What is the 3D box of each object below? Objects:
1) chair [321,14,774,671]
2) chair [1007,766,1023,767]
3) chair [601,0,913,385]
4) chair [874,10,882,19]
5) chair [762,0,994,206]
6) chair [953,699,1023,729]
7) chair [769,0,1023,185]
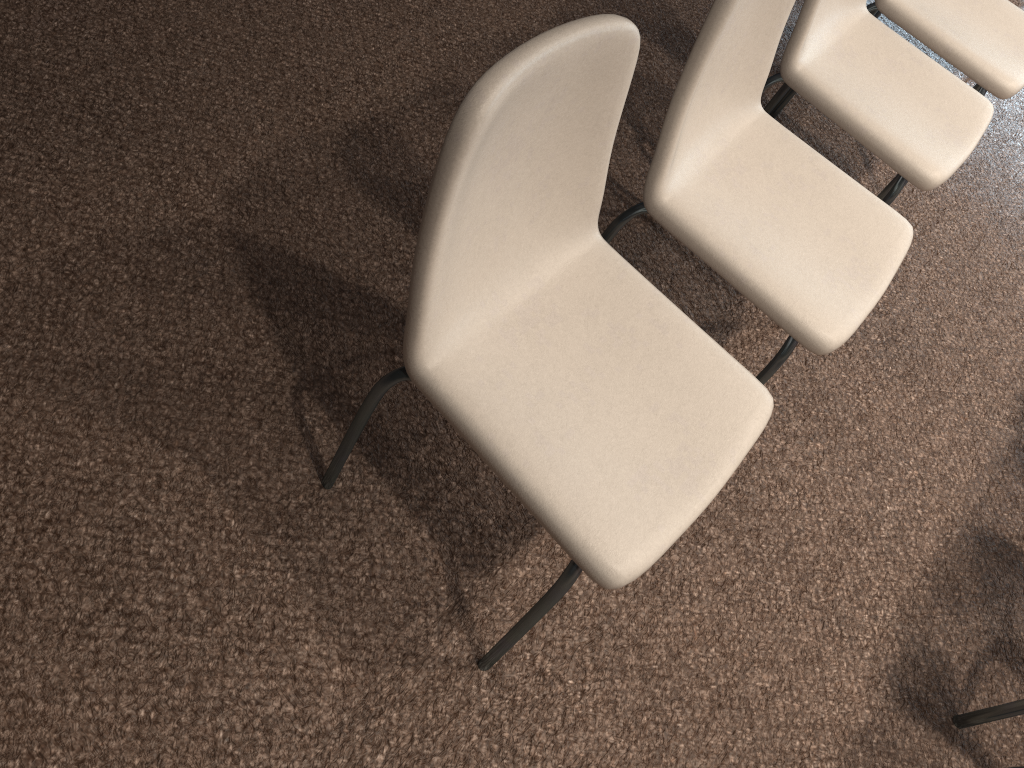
[{"bbox_3d":[0.101,-0.031,1.348,0.571,0.842,0.555,46,55,11],"label":"chair"},{"bbox_3d":[0.908,0.792,1.066,0.572,0.842,0.555,46,55,11],"label":"chair"},{"bbox_3d":[0.494,-0.356,1.708,0.569,0.842,0.557,43,54,9],"label":"chair"},{"bbox_3d":[1.604,-1.399,2.814,0.569,0.842,0.557,43,54,9],"label":"chair"},{"bbox_3d":[0.866,-0.729,2.095,0.570,0.842,0.557,44,55,9],"label":"chair"},{"bbox_3d":[1.287,0.436,1.443,0.571,0.842,0.555,45,55,11],"label":"chair"},{"bbox_3d":[1.221,-1.041,2.433,0.569,0.842,0.557,43,54,9],"label":"chair"}]
